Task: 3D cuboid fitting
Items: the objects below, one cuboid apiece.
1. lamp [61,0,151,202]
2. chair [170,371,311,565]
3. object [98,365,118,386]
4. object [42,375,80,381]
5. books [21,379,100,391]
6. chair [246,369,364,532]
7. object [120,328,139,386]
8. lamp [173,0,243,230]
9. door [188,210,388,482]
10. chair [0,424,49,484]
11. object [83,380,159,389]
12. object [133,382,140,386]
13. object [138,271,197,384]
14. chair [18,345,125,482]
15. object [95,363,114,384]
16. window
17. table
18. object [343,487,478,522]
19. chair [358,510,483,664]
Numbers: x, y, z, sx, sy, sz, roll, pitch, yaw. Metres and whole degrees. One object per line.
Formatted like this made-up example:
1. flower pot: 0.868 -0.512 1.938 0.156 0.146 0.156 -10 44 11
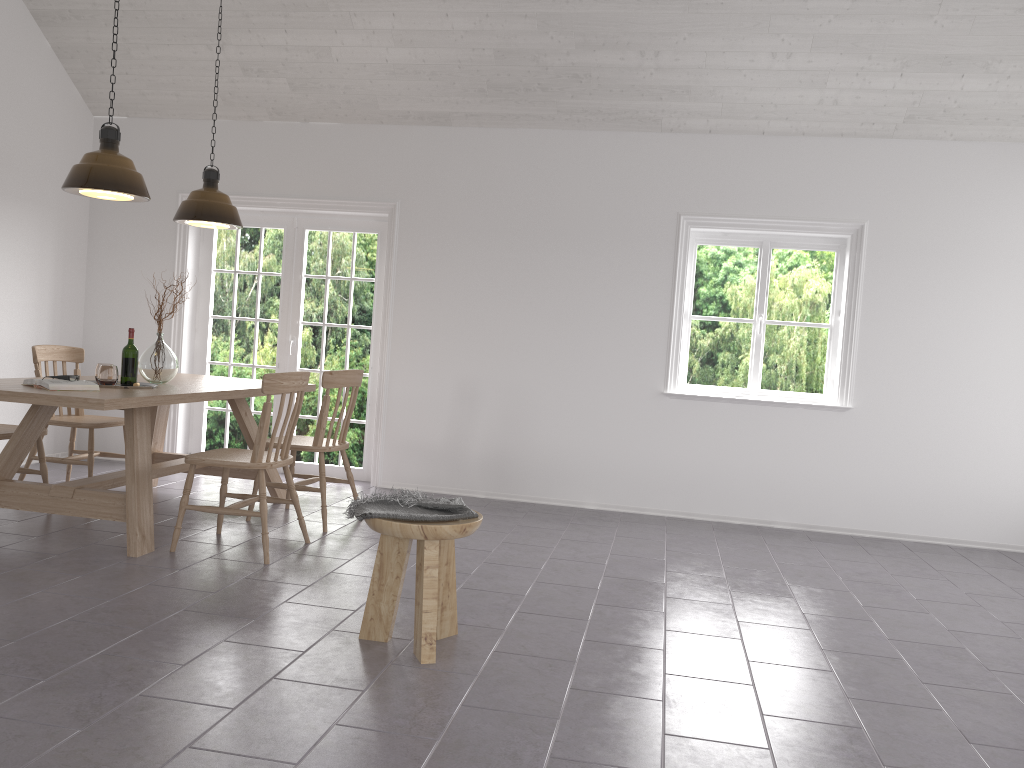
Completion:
1. lamp: -1.952 -2.184 4.416 0.410 2.502 0.410 5 2 15
2. chair: -1.317 0.367 4.415 0.519 0.902 0.506 5 2 10
3. object: -2.055 -0.041 4.513 0.095 0.106 0.095 6 3 39
4. object: -2.133 -0.029 4.206 0.135 0.030 0.141 4 2 -5
5. books: -2.138 0.000 4.204 0.342 0.040 0.231 6 3 42
6. chair: -1.179 0.345 5.195 0.519 0.902 0.506 5 2 15
7. object: -2.013 -0.143 4.675 0.081 0.303 0.081 3 3 -23
8. lamp: -1.803 -1.860 5.416 0.410 1.796 0.410 6 3 45
9. door: -1.723 -0.299 6.812 1.571 2.024 0.115 5 2 10
10. chair: -2.832 0.245 4.763 0.519 0.902 0.506 5 2 15
11. object: -2.049 0.003 4.610 0.394 0.014 0.394 2 3 -36
12. object: -1.945 0.005 4.593 0.024 0.024 0.046 4 2 -10
13. object: -1.940 -0.333 5.003 0.291 0.666 0.313 3 3 -27
14. chair: -2.694 0.222 5.543 0.519 0.902 0.506 5 2 10
15. object: -2.140 -0.053 4.662 0.095 0.106 0.095 6 3 39
16. window: 1.730 -0.456 6.177 1.055 1.168 0.120 5 2 10
17. table: -2.052 0.368 5.006 1.001 0.749 2.300 5 2 10
18. object: -0.366 0.445 3.231 0.462 0.120 0.348 3 2 -20
19. chair: -0.336 0.701 3.195 0.431 0.479 0.431 5 3 26
